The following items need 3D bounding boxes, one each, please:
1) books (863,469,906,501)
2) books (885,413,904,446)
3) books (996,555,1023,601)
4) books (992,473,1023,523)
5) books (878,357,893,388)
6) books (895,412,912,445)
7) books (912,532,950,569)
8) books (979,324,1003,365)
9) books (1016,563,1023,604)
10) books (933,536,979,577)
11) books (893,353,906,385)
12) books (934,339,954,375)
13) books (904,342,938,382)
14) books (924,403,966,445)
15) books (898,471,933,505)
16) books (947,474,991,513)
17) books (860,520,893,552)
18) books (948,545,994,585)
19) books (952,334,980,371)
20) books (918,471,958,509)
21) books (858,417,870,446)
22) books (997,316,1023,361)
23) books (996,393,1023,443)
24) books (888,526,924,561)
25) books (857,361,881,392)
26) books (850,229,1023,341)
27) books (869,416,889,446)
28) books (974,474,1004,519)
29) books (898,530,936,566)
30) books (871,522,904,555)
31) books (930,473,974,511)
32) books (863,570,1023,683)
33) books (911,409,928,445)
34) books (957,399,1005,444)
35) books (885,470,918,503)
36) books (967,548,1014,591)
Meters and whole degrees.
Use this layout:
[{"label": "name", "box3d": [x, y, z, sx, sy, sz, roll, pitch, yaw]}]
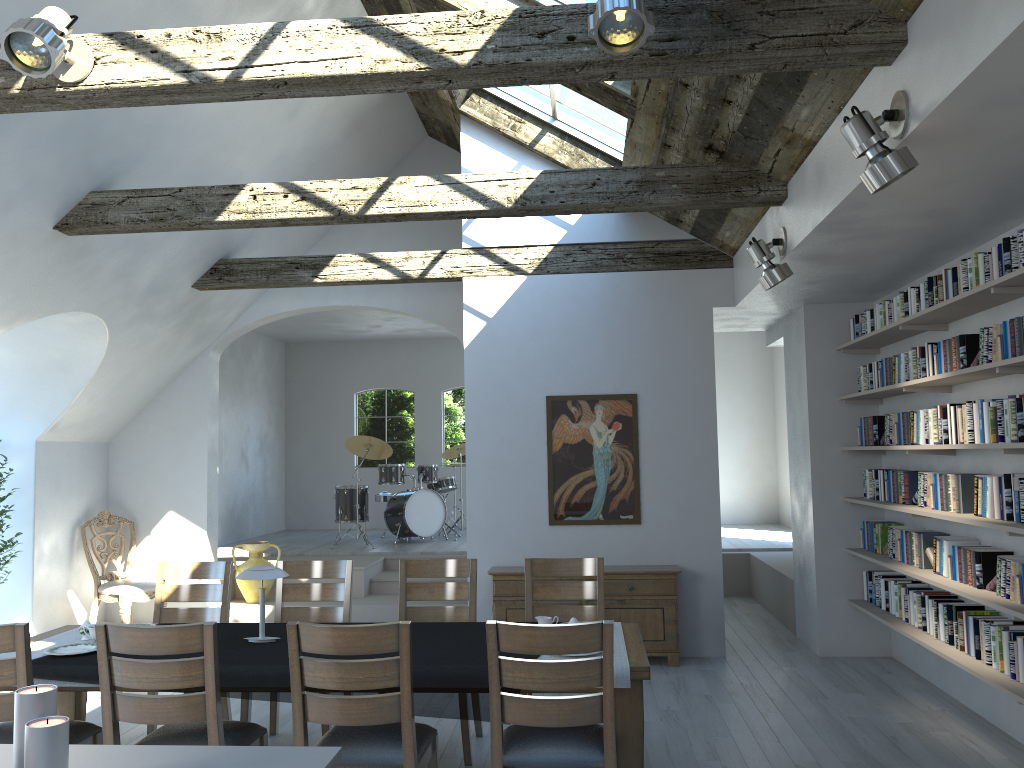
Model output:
[{"label": "books", "box3d": [2.782, 0.747, 6.591, 0.214, 0.220, 0.490, -1, -5, 5]}, {"label": "books", "box3d": [2.736, 0.317, 6.208, 0.189, 0.228, 0.249, -1, -5, 5]}, {"label": "books", "box3d": [2.613, 1.000, 4.529, 0.189, 0.228, 0.249, -1, -5, 5]}, {"label": "books", "box3d": [2.492, 0.469, 3.165, 0.242, 0.237, 2.981, -1, -5, 5]}, {"label": "books", "box3d": [2.734, -0.072, 6.277, 0.209, 0.220, 0.278, -1, -5, 3]}, {"label": "books", "box3d": [2.717, 0.299, 5.965, 0.209, 0.220, 0.278, -1, -5, 3]}, {"label": "books", "box3d": [2.710, 1.074, 5.661, 0.189, 0.229, 0.343, -1, -5, 5]}, {"label": "books", "box3d": [2.593, -0.195, 4.661, 0.189, 0.228, 0.249, -1, -5, 5]}, {"label": "books", "box3d": [2.594, 0.982, 4.286, 0.209, 0.220, 0.278, -1, -5, 3]}, {"label": "books", "box3d": [2.685, 1.044, 5.375, 0.189, 0.228, 0.249, -1, -5, 5]}, {"label": "books", "box3d": [2.708, -0.094, 6.008, 0.189, 0.228, 0.249, -1, -5, 5]}, {"label": "books", "box3d": [2.646, -0.148, 5.251, 0.209, 0.220, 0.278, -1, -5, 3]}, {"label": "books", "box3d": [2.679, -0.128, 5.635, 0.214, 0.237, 0.490, -1, -5, 5]}, {"label": "books", "box3d": [2.662, 0.243, 5.323, 0.214, 0.237, 0.490, -1, -5, 5]}, {"label": "books", "box3d": [2.718, 0.693, 5.884, 0.189, 0.224, 0.345, -1, -5, 5]}, {"label": "books", "box3d": [2.655, 0.634, 5.146, 0.189, 0.220, 0.156, -1, -5, 5]}, {"label": "books", "box3d": [2.809, 1.162, 6.797, 0.209, 0.220, 0.278, -1, -5, 3]}, {"label": "books", "box3d": [2.666, 1.047, 5.119, 0.209, 0.220, 0.278, -1, -5, 3]}, {"label": "books", "box3d": [2.617, -0.171, 4.942, 0.189, 0.224, 0.345, -1, -5, 5]}, {"label": "books", "box3d": [2.694, 0.669, 5.604, 0.189, 0.228, 0.249, -1, -5, 5]}, {"label": "books", "box3d": [2.789, 0.364, 6.798, 0.209, 0.220, 0.278, -1, -5, 3]}, {"label": "books", "box3d": [2.574, -0.213, 4.418, 0.209, 0.220, 0.278, -1, -5, 3]}, {"label": "books", "box3d": [2.582, 0.166, 4.331, 0.242, 0.237, 0.494, -1, -5, 5]}, {"label": "books", "box3d": [2.757, 1.114, 6.208, 0.189, 0.228, 0.249, -1, -5, 5]}, {"label": "books", "box3d": [2.767, -0.041, 6.661, 0.214, 0.220, 0.490, -1, -5, 5]}, {"label": "books", "box3d": [2.668, -0.528, 5.582, 0.242, 0.237, 2.981, -1, -5, 5]}, {"label": "books", "box3d": [2.760, 0.341, 6.488, 0.189, 0.224, 0.345, -1, -5, 5]}, {"label": "books", "box3d": [2.623, 0.604, 4.771, 0.189, 0.228, 0.249, -1, -5, 5]}, {"label": "books", "box3d": [2.738, 1.097, 5.964, 0.209, 0.220, 0.278, -1, -5, 3]}, {"label": "books", "box3d": [2.781, 1.136, 6.493, 0.189, 0.224, 0.345, -1, -5, 5]}, {"label": "books", "box3d": [2.676, 0.651, 5.361, 0.209, 0.220, 0.278, -1, -5, 3]}, {"label": "books", "box3d": [2.706, 1.439, 5.417, 0.242, 0.237, 2.981, -1, -5, 5]}, {"label": "books", "box3d": [2.692, 0.277, 5.696, 0.189, 0.228, 0.249, -1, -5, 5]}, {"label": "books", "box3d": [2.624, 0.205, 4.825, 0.242, 0.237, 0.494, -1, -5, 5]}, {"label": "books", "box3d": [2.747, 0.716, 6.193, 0.209, 0.220, 0.278, -1, -5, 3]}, {"label": "books", "box3d": [2.637, 1.024, 4.809, 0.189, 0.224, 0.345, -1, -5, 5]}]
